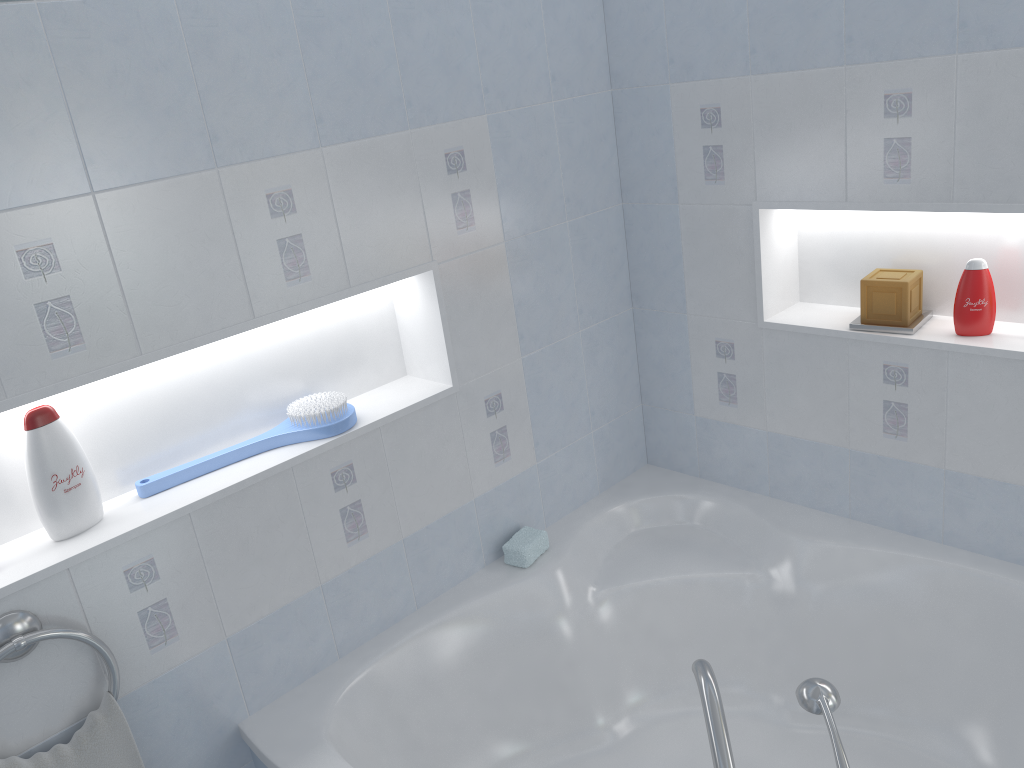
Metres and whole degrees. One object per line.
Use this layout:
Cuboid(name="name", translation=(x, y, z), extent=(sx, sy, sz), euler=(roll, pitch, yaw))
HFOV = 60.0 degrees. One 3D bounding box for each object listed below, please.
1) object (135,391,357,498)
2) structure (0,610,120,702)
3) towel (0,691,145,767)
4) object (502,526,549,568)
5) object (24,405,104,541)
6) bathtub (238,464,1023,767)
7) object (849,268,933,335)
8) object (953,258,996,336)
Cuboid(name="object", translation=(-0.629, 0.127, 2.109), extent=(0.534, 0.065, 0.172), euler=(-18, 22, -25))
Cuboid(name="structure", translation=(-0.912, 0.588, 1.701), extent=(0.291, 0.332, 0.051), euler=(-25, 26, -38))
Cuboid(name="towel", translation=(-0.830, 0.950, 1.814), extent=(0.101, 0.634, 0.280), euler=(11, 28, 43))
Cuboid(name="object", translation=(0.040, 0.469, 2.555), extent=(0.081, 0.059, 0.128), euler=(5, 24, 33))
Cuboid(name="object", translation=(-0.917, 0.175, 1.794), extent=(0.063, 0.276, 0.134), euler=(6, 24, 34))
Cuboid(name="bathtub", translation=(0.462, 0.769, 2.046), extent=(1.578, 0.670, 1.596), euler=(-25, 26, -39))
Cuboid(name="object", translation=(0.986, -0.221, 2.304), extent=(0.160, 0.130, 0.160), euler=(9, 26, 40))
Cuboid(name="object", translation=(1.115, -0.208, 2.135), extent=(0.092, 0.190, 0.044), euler=(0, 21, 22))
